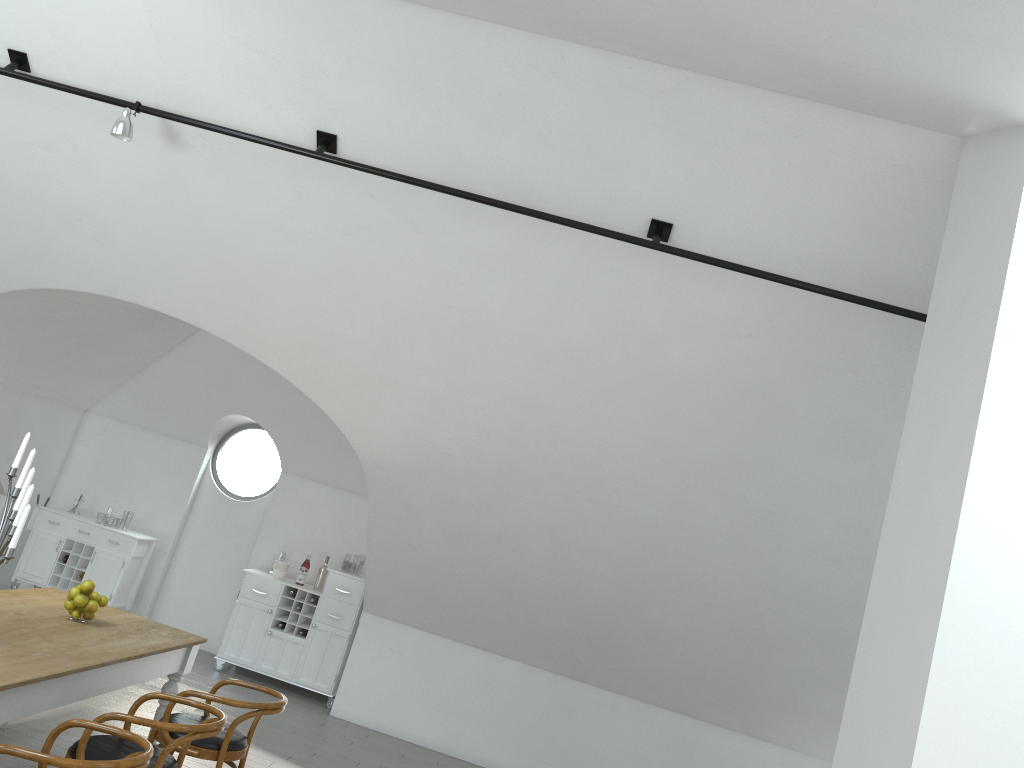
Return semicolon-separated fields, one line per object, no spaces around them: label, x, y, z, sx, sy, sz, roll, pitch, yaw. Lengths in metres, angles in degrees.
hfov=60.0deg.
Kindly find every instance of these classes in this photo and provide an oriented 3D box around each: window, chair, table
window;-2.707;0.816;9.202;0.900;0.905;0.060;16;-12;6
chair;-1.723;1.610;3.177;0.622;0.739;0.524;16;-11;6
table;-2.472;1.415;3.578;1.019;0.803;3.328;16;-10;6
chair;-1.676;1.756;3.884;0.621;0.739;0.524;17;-11;1
chair;-1.578;1.915;4.581;0.622;0.739;0.524;15;-11;9

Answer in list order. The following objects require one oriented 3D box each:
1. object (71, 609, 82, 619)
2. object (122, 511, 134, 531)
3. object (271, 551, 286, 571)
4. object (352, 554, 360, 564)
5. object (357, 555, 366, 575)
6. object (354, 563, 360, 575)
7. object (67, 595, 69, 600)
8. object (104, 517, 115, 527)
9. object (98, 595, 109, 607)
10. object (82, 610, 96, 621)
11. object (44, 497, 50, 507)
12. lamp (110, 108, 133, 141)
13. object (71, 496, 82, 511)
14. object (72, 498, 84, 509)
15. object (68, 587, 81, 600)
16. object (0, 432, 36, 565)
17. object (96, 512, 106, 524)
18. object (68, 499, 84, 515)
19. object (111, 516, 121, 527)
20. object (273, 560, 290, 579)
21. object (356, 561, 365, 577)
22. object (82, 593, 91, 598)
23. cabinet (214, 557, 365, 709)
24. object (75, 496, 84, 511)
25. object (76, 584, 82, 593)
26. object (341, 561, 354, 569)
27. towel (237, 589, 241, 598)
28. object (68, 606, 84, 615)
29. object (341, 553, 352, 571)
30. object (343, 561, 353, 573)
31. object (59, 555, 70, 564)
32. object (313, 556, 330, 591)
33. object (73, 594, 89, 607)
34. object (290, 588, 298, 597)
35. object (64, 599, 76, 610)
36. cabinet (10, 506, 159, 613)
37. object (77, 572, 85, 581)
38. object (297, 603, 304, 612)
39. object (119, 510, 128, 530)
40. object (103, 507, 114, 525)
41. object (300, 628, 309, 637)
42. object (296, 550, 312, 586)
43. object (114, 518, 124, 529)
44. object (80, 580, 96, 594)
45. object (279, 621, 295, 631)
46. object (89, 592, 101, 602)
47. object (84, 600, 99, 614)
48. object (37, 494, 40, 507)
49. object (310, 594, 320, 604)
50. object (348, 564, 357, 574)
object;-2.276;1.204;4.634;0.050;0.051;0.050;15;-11;9
object;-3.674;1.315;8.477;0.063;0.188;0.062;19;-12;-9
object;-2.277;1.740;8.670;0.115;0.210;0.065;16;-12;8
object;-1.519;1.733;8.542;0.054;0.180;0.054;17;-11;0
object;-1.459;1.750;8.554;0.063;0.188;0.062;19;-12;-8
object;-1.490;1.773;8.477;0.071;0.099;0.071;14;-11;14
object;-2.331;1.132;4.710;0.062;0.060;0.062;15;-11;10
object;-3.823;1.310;8.409;0.077;0.086;0.076;18;-11;-6
object;-2.187;1.159;4.732;0.062;0.064;0.062;24;-13;-31
object;-2.238;1.219;4.691;0.063;0.064;0.063;14;-11;17
object;-4.457;1.199;8.417;0.088;0.270;0.028;10;-14;32
lamp;-2.108;-1.419;4.846;0.112;0.176;0.114;24;-13;-31
object;-4.252;1.164;8.669;0.039;0.176;0.054;16;-12;6
object;-4.245;1.182;8.667;0.097;0.137;0.029;15;-12;9
object;-2.299;1.102;4.662;0.066;0.071;0.072;22;-12;-24
object;-2.232;0.659;3.911;0.265;0.880;0.773;21;-12;-20
object;-3.896;1.272;8.384;0.082;0.106;0.081;13;-12;19
object;-4.252;1.199;8.656;0.101;0.138;0.066;16;-11;6
object;-3.814;1.326;8.499;0.094;0.094;0.093;18;-11;-6
object;-2.205;1.767;8.432;0.154;0.161;0.156;10;-13;33
object;-1.435;1.749;8.397;0.046;0.144;0.046;14;-12;17
object;-2.265;1.125;4.722;0.053;0.051;0.052;22;-12;-23
cabinet;-2.016;2.254;8.362;1.243;1.160;0.606;16;-11;6
object;-4.222;1.172;8.651;0.039;0.165;0.024;13;-12;18
object;-2.305;1.100;4.749;0.062;0.060;0.062;16;-11;6
object;-1.578;1.749;8.477;0.094;0.094;0.094;9;-14;38
towel;-2.567;1.961;8.507;0.049;0.205;0.149;16;-11;6
object;-2.307;1.191;4.694;0.080;0.074;0.078;26;-14;-38
object;-1.573;1.697;8.411;0.048;0.170;0.048;8;-15;38
object;-1.552;1.723;8.330;0.082;0.106;0.081;7;-15;43
object;-4.148;1.646;8.306;0.082;0.085;0.315;16;-10;6
object;-1.799;1.800;8.427;0.085;0.333;0.085;25;-14;-34
object;-2.245;1.129;4.617;0.071;0.064;0.072;17;-11;-1
object;-2.032;1.968;8.371;0.093;0.095;0.357;16;-10;6
object;-2.306;1.152;4.628;0.059;0.056;0.059;17;-11;1
cabinet;-4.078;1.692;8.389;1.135;0.794;0.493;16;-11;6
object;-3.986;1.804;8.300;0.082;0.083;0.315;16;-10;5
object;-1.967;2.101;8.345;0.085;0.086;0.329;16;-10;5
object;-3.728;1.309;8.512;0.054;0.180;0.054;21;-12;-16
object;-3.858;1.264;8.463;0.048;0.170;0.048;18;-12;-6
object;-1.927;2.314;8.284;0.081;0.081;0.356;16;-10;4
object;-1.972;1.752;8.451;0.081;0.331;0.081;17;-12;2
object;-3.747;1.332;8.436;0.071;0.099;0.071;11;-13;29
object;-2.245;1.074;4.693;0.072;0.075;0.072;16;-11;6
object;-2.092;2.264;8.310;0.156;0.086;0.329;16;-10;7
object;-2.205;1.127;4.687;0.058;0.057;0.052;13;-12;20
object;-2.204;1.169;4.648;0.071;0.072;0.070;23;-12;-29
object;-4.510;1.184;8.422;0.087;0.270;0.029;21;-12;-20
object;-1.835;2.027;8.340;0.088;0.085;0.357;16;-10;6
object;-1.522;1.756;8.403;0.077;0.086;0.077;14;-11;14
